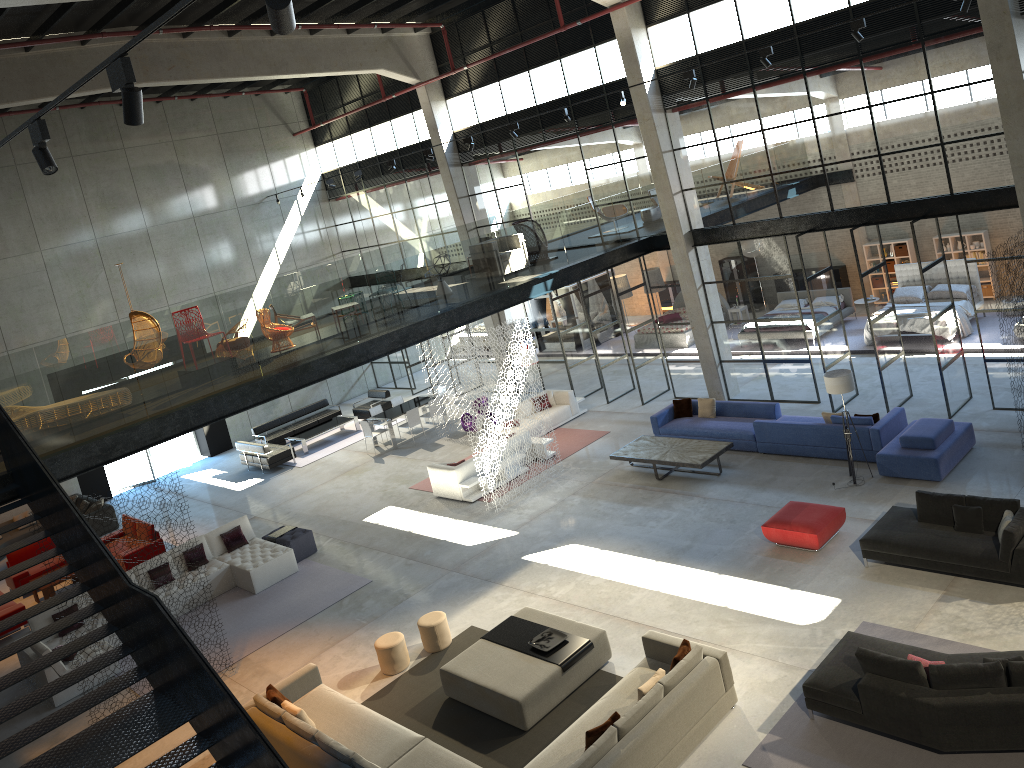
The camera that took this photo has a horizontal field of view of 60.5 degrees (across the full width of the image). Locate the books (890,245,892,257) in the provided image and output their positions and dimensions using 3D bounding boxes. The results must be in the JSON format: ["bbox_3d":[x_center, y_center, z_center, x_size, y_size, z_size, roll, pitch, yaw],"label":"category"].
[{"bbox_3d":[10.287,-3.618,23.703,0.259,0.315,0.086,-21,9,-41],"label":"books"}]

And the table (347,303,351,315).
[{"bbox_3d":[-3.158,-1.312,16.833,0.476,0.389,0.638,-17,12,-16],"label":"table"}]

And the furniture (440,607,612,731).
[{"bbox_3d":[0.168,3.365,10.553,1.577,0.393,1.441,-25,17,-40],"label":"furniture"}]

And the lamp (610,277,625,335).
[{"bbox_3d":[3.589,-2.471,27.594,0.802,1.896,0.693,-14,6,0],"label":"lamp"}]

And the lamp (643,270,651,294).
[{"bbox_3d":[4.587,-2.664,27.389,0.802,1.896,0.693,-14,6,0],"label":"lamp"}]

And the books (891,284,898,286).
[{"bbox_3d":[10.436,-2.715,23.868,0.236,0.054,0.307,-25,17,-40],"label":"books"}]

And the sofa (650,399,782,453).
[{"bbox_3d":[3.951,0.779,17.005,1.081,0.595,2.324,-23,16,-40],"label":"sofa"}]

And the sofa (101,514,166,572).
[{"bbox_3d":[-7.902,3.296,18.009,0.837,0.801,1.954,-22,15,-40],"label":"sofa"}]

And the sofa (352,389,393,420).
[{"bbox_3d":[-4.010,0.644,25.186,0.842,0.748,0.945,-22,13,-41],"label":"sofa"}]

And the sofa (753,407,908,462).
[{"bbox_3d":[5.504,0.764,15.265,1.081,0.711,2.324,-23,16,-40],"label":"sofa"}]

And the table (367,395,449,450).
[{"bbox_3d":[-2.657,0.958,22.537,1.849,0.746,0.895,-24,15,-41],"label":"table"}]

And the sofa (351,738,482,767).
[{"bbox_3d":[-0.495,3.942,8.141,1.081,0.711,2.324,-23,16,-40],"label":"sofa"}]

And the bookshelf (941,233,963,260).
[{"bbox_3d":[11.619,-2.990,22.446,0.338,1.732,1.231,-19,9,-41],"label":"bookshelf"}]

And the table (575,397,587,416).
[{"bbox_3d":[1.356,0.539,21.090,0.308,0.363,0.896,-21,14,-40],"label":"table"}]

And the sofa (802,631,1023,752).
[{"bbox_3d":[4.779,2.772,8.021,4.028,0.555,1.515,-7,14,26],"label":"sofa"}]

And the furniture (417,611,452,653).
[{"bbox_3d":[-1.044,3.343,11.852,0.396,0.394,0.412,-6,12,38],"label":"furniture"}]

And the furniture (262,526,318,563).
[{"bbox_3d":[-4.148,2.978,16.343,0.953,0.448,0.523,-2,15,43],"label":"furniture"}]

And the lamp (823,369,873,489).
[{"bbox_3d":[5.187,0.704,13.647,0.425,1.719,0.685,-8,9,45],"label":"lamp"}]

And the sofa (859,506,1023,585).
[{"bbox_3d":[5.513,1.922,10.803,1.109,0.553,2.096,-24,16,-40],"label":"sofa"}]

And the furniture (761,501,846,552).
[{"bbox_3d":[4.117,1.986,12.337,0.877,0.371,0.850,-24,16,-40],"label":"furniture"}]

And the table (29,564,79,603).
[{"bbox_3d":[-8.772,3.911,17.153,0.935,0.417,0.906,-24,16,-40],"label":"table"}]

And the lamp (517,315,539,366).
[{"bbox_3d":[0.243,-0.976,19.072,0.449,1.085,0.437,-18,8,-33],"label":"lamp"}]

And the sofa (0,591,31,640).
[{"bbox_3d":[-9.732,4.162,16.262,0.837,0.801,2.283,-22,15,-40],"label":"sofa"}]

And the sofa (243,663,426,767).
[{"bbox_3d":[-2.053,3.905,9.850,1.081,0.711,2.324,-23,16,-40],"label":"sofa"}]

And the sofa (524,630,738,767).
[{"bbox_3d":[1.138,3.390,8.789,2.397,0.711,1.047,-25,15,-41],"label":"sofa"}]

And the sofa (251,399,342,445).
[{"bbox_3d":[-6.059,1.193,24.966,2.517,0.746,0.816,-25,15,-41],"label":"sofa"}]

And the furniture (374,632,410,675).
[{"bbox_3d":[-1.576,3.543,11.557,0.408,0.394,0.401,-18,11,-26],"label":"furniture"}]

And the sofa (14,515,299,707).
[{"bbox_3d":[-5.847,3.573,14.694,4.260,0.856,1.815,-25,16,-41],"label":"sofa"}]

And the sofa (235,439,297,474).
[{"bbox_3d":[-6.416,1.782,22.891,0.842,0.746,1.643,-22,15,-40],"label":"sofa"}]

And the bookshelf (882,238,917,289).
[{"bbox_3d":[10.350,-3.015,23.825,0.338,1.732,1.231,-19,9,-41],"label":"bookshelf"}]

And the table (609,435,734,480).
[{"bbox_3d":[2.918,1.376,16.010,1.053,0.393,2.053,-24,17,-40],"label":"table"}]

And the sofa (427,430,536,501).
[{"bbox_3d":[-0.600,1.620,17.940,2.194,0.660,0.942,-25,15,-41],"label":"sofa"}]

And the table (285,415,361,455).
[{"bbox_3d":[-5.172,1.380,24.055,1.849,0.401,0.896,-25,16,-41],"label":"table"}]

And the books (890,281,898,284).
[{"bbox_3d":[10.423,-2.768,23.863,0.236,0.054,0.281,-25,17,-40],"label":"books"}]

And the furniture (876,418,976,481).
[{"bbox_3d":[6.501,0.926,13.809,1.577,0.546,0.944,-24,16,-41],"label":"furniture"}]

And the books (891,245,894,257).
[{"bbox_3d":[10.310,-3.617,23.678,0.259,0.315,0.086,-21,9,-41],"label":"books"}]

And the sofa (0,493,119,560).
[{"bbox_3d":[-11.341,3.613,20.615,3.274,0.560,2.810,-25,17,-40],"label":"sofa"}]

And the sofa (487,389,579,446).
[{"bbox_3d":[0.478,0.791,20.287,2.203,0.659,0.937,-25,15,-41],"label":"sofa"}]

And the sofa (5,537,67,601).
[{"bbox_3d":[-9.690,3.709,18.093,1.317,0.802,0.811,-23,13,-41],"label":"sofa"}]

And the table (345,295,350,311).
[{"bbox_3d":[-3.189,-1.554,17.616,0.389,0.509,0.424,-10,9,23],"label":"table"}]
